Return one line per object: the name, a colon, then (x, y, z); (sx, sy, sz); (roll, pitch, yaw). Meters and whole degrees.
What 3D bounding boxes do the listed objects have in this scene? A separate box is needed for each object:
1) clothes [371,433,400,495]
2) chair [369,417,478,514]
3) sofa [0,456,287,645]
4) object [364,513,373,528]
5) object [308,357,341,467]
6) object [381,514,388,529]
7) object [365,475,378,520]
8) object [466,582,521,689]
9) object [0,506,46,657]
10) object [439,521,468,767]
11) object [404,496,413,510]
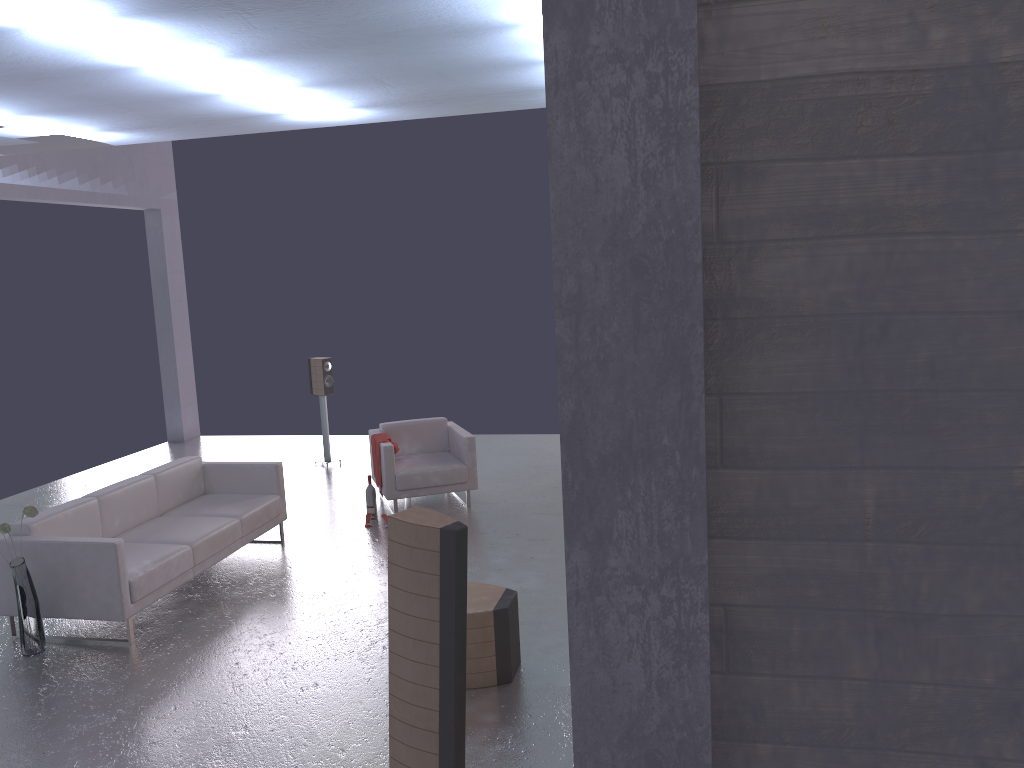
clothes: (-1.282, 0.830, 9.098); (0.254, 0.604, 0.574); (-5, 8, -17)
chair: (-0.940, 0.825, 9.276); (0.936, 0.808, 1.026); (-5, 8, -17)
sofa: (-2.809, 1.205, 7.112); (1.026, 0.824, 2.353); (-1, 8, 13)
object: (-1.380, 1.312, 8.519); (0.079, 0.087, 0.235); (-4, 8, -9)
object: (-2.381, 0.346, 11.195); (0.333, 1.363, 0.243); (5, 11, 43)
object: (-1.191, 1.310, 8.467); (0.079, 0.087, 0.235); (-6, 8, -20)
object: (-1.386, 1.110, 8.711); (0.109, 0.435, 0.109); (4, 10, 39)
object: (-0.277, 1.505, 5.348); (0.604, 0.459, 0.514); (-1, 8, 13)
object: (-3.247, 1.303, 5.705); (0.400, 1.051, 0.387); (-9, 10, -39)
object: (-0.327, 1.239, 3.584); (0.444, 1.469, 0.244); (3, 10, 38)
object: (-1.001, 1.210, 8.600); (0.091, 0.233, 0.091); (4, 10, 40)
